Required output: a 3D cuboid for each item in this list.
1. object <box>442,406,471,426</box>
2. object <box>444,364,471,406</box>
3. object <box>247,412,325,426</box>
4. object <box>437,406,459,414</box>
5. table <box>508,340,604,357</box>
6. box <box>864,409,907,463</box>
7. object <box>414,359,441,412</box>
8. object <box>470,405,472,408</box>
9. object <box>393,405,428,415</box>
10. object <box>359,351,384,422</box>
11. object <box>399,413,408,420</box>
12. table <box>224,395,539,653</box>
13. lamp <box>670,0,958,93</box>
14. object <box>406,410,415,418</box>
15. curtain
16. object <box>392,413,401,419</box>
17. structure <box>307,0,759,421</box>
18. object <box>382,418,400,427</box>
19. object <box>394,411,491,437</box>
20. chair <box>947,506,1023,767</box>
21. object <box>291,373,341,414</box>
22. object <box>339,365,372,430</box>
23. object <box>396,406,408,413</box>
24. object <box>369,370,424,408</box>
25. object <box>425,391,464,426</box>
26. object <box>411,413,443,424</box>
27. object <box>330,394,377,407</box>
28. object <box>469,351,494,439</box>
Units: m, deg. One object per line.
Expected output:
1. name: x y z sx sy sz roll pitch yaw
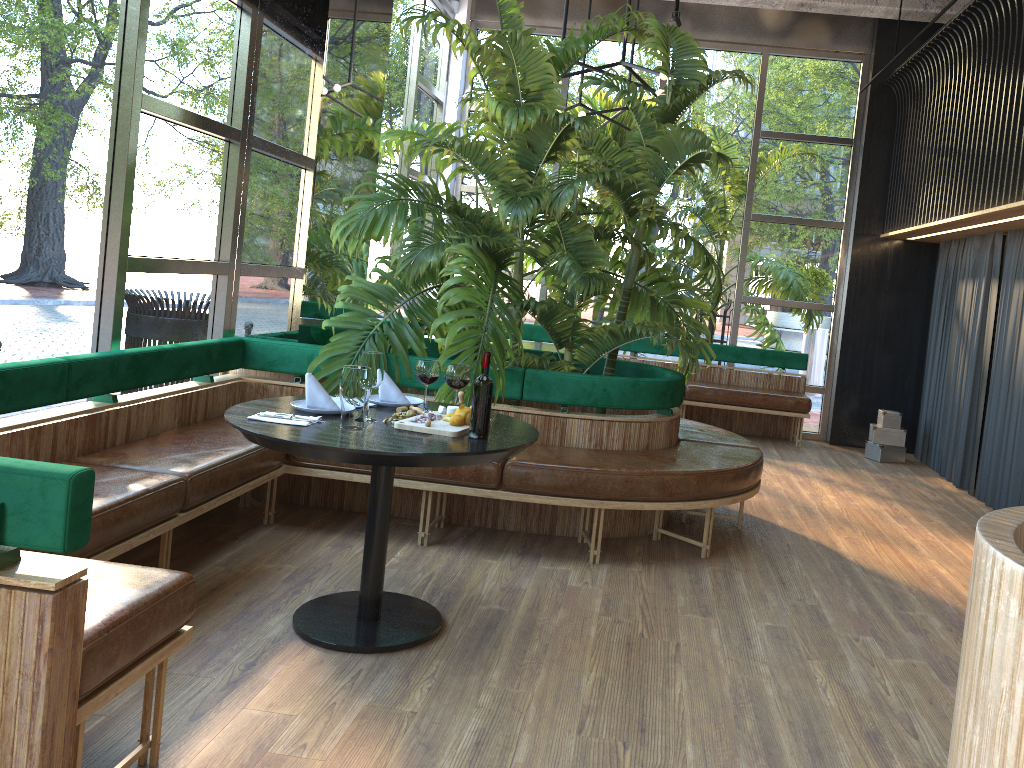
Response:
1. object: -0.194 0.107 3.205 0.098 0.064 0.165 4 7 -22
2. object: -0.217 0.026 3.442 0.103 0.200 0.102 6 3 -4
3. object: -0.749 0.115 3.021 0.253 0.019 0.160 7 7 6
4. object: -0.207 0.106 3.310 0.194 0.038 0.064 12 8 41
5. table: 0.163 0.077 7.171 1.123 0.746 1.083 5 6 -13
6. box: 3.365 0.464 7.962 0.334 0.440 0.280 5 3 -5
7. object: -0.337 0.007 3.493 0.103 0.200 0.102 6 3 -4
8. object: -0.134 0.104 3.403 0.058 0.071 0.212 6 7 -1
9. object: -0.372 0.106 3.365 0.096 0.028 0.131 9 7 21
10. object: -0.508 0.008 3.158 0.094 0.244 0.091 5 3 -11
11. object: -0.393 0.122 3.211 0.032 0.031 0.040 9 6 32
12. table: -0.488 0.502 3.234 1.139 0.746 1.068 3 6 -25
13. lamp: 0.765 -2.692 3.211 3.767 1.521 10.164 7 7 6
14. object: -0.377 0.112 3.301 0.032 0.032 0.038 6 5 5
15. curtain: 3.619 -0.171 6.735 0.121 2.046 3.321 6 6 9
16. object: -0.423 0.116 3.276 0.032 0.019 0.038 8 6 19
17. structure: 0.188 -1.004 5.514 2.464 3.418 2.650 5 4 -9
18. object: -0.436 0.131 3.173 0.062 0.013 0.150 6 7 3
19. object: -0.244 0.142 3.215 0.234 0.019 0.363 8 7 17
20. chair: 0.674 0.665 0.835 0.535 0.964 0.562 7 3 17
21. object: -0.690 0.034 3.274 0.236 0.138 0.231 5 6 -10
22. object: -0.530 0.046 2.991 0.101 0.208 0.110 8 4 41
23. object: -0.420 0.099 3.396 0.024 0.025 0.047 8 6 25
24. object: -0.467 0.018 3.586 0.236 0.138 0.231 5 6 -10
25. object: -0.233 0.084 3.116 0.142 0.123 0.099 5 4 -13
26. object: -0.299 0.121 3.214 0.100 0.013 0.226 7 7 12
27. object: -0.654 0.061 3.525 0.164 0.019 0.246 1 8 -33
28. object: -0.101 0.036 3.061 0.066 0.297 0.071 7 2 23
